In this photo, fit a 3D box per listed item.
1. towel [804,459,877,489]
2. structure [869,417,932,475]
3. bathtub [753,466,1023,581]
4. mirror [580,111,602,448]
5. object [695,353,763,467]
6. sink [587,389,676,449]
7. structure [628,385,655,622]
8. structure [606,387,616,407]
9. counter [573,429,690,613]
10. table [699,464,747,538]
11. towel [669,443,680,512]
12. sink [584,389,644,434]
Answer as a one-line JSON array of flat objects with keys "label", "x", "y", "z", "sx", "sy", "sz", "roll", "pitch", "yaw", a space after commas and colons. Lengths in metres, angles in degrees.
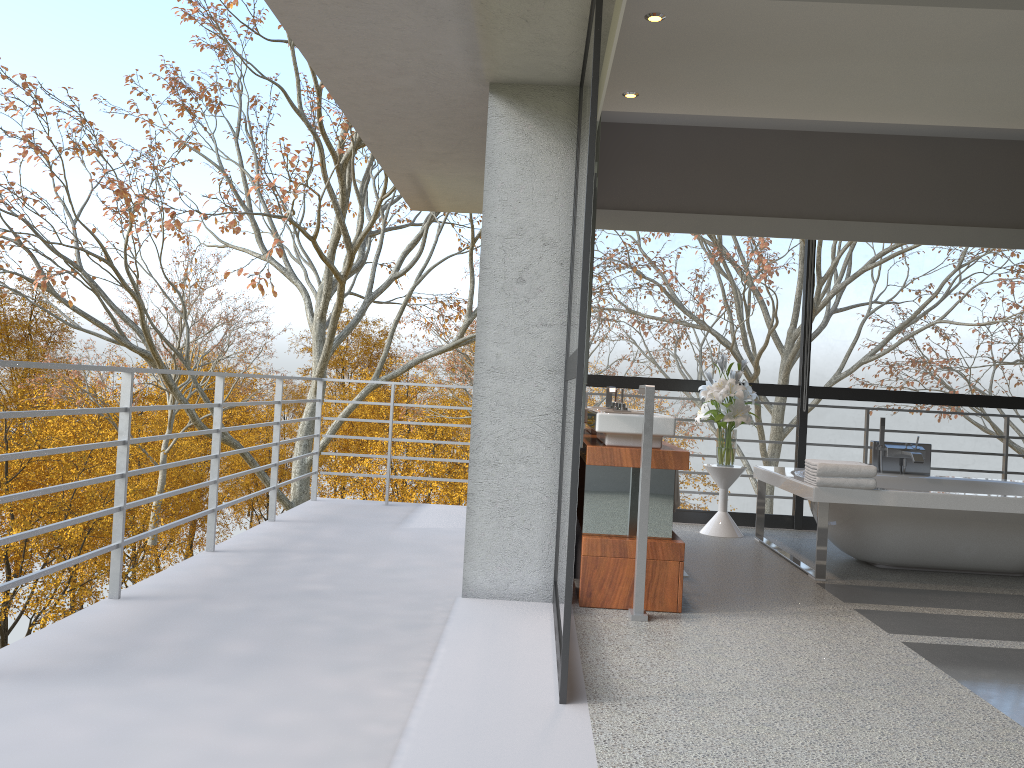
[{"label": "towel", "x": 1.811, "y": 0.503, "z": 4.895, "sx": 0.322, "sy": 0.145, "sz": 0.305, "roll": 3, "pitch": 0, "yaw": 5}, {"label": "structure", "x": 2.676, "y": 0.680, "z": 6.007, "sx": 0.402, "sy": 0.885, "sz": 0.330, "roll": 3, "pitch": -1, "yaw": 2}, {"label": "bathtub", "x": 2.605, "y": 0.859, "z": 5.401, "sx": 1.958, "sy": 0.504, "sz": 1.327, "roll": 3, "pitch": 0, "yaw": 2}, {"label": "mirror", "x": 0.277, "y": -0.522, "z": 4.865, "sx": 0.253, "sy": 1.618, "sz": 1.790, "roll": 3, "pitch": -1, "yaw": 2}, {"label": "object", "x": 1.508, "y": 0.179, "z": 6.246, "sx": 0.450, "sy": 0.796, "sz": 0.459, "roll": 3, "pitch": -1, "yaw": 29}, {"label": "sink", "x": 0.563, "y": 0.155, "z": 4.306, "sx": 0.352, "sy": 0.266, "sz": 0.750, "roll": 3, "pitch": 0, "yaw": 2}, {"label": "structure", "x": 0.563, "y": 0.499, "z": 3.864, "sx": 0.069, "sy": 0.989, "sz": 0.303, "roll": 3, "pitch": -1, "yaw": 2}, {"label": "structure", "x": 0.619, "y": 0.512, "z": 5.772, "sx": 0.069, "sy": 0.989, "sz": 0.303, "roll": 3, "pitch": -1, "yaw": 2}, {"label": "counter", "x": 0.603, "y": 0.646, "z": 4.811, "sx": 0.524, "sy": 0.704, "sz": 1.848, "roll": 3, "pitch": 0, "yaw": 2}, {"label": "table", "x": 1.488, "y": 0.816, "z": 6.243, "sx": 0.307, "sy": 0.479, "sz": 0.307, "roll": 3, "pitch": -1, "yaw": -14}, {"label": "towel", "x": 0.882, "y": 0.515, "z": 4.881, "sx": 0.079, "sy": 0.368, "sz": 0.302, "roll": 3, "pitch": -1, "yaw": 2}, {"label": "sink", "x": 0.594, "y": 0.162, "z": 5.367, "sx": 0.352, "sy": 0.266, "sz": 0.750, "roll": 3, "pitch": 0, "yaw": 2}]
